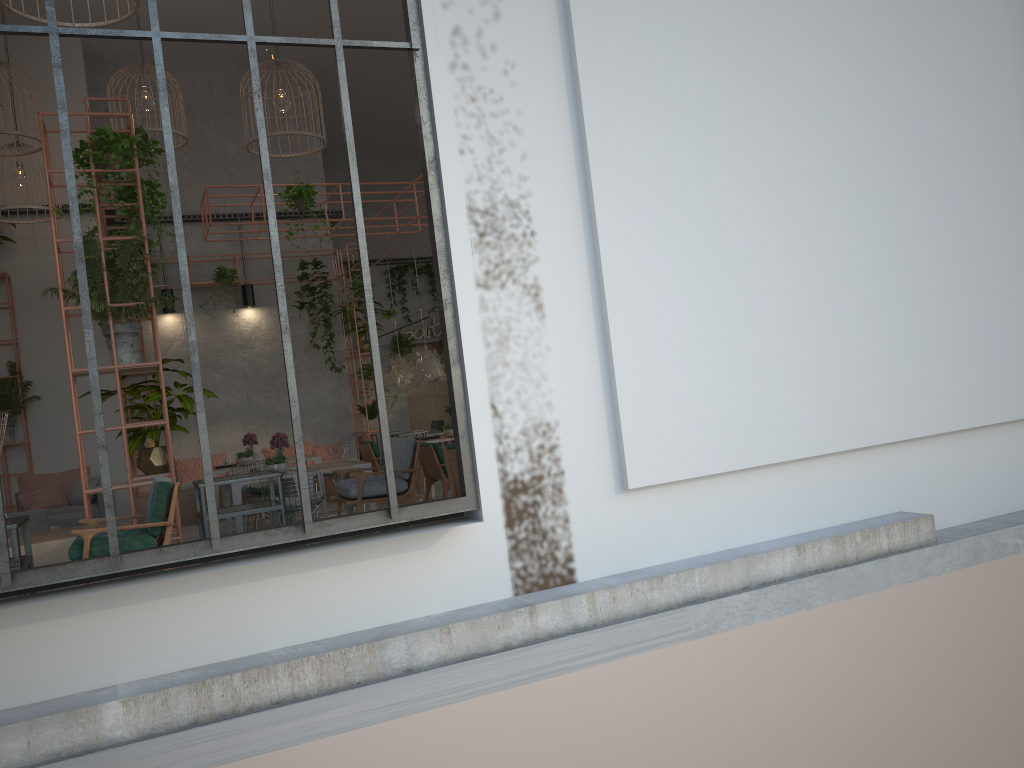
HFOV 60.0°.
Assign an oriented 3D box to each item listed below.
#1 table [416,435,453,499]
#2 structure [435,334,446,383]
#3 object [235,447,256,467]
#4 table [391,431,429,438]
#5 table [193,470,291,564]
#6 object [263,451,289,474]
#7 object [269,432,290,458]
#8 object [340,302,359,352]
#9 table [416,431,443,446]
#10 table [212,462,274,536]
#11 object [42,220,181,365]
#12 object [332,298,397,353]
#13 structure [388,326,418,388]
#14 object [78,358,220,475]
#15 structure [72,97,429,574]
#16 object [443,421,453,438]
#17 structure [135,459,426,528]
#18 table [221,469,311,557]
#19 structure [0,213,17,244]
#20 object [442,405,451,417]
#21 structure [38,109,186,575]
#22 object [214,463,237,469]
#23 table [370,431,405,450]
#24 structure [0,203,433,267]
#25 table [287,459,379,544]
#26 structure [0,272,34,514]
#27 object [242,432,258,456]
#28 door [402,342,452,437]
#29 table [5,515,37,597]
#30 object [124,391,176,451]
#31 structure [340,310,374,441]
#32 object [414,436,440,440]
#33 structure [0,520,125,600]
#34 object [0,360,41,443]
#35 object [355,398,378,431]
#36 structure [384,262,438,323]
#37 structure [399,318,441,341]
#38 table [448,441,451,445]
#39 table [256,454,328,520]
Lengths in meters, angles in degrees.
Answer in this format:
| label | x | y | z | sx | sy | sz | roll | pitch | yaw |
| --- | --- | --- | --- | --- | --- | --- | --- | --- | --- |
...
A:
| label | x | y | z | sx | sy | sz | roll | pitch | yaw |
| --- | --- | --- | --- | --- | --- | --- | --- | --- | --- |
| table | -1.055 | 1.196 | 12.848 | 0.694 | 0.830 | 1.205 | -7 | 0 | -23 |
| structure | -1.441 | -0.745 | 21.214 | 0.950 | 1.527 | 0.921 | -7 | 0 | -25 |
| object | -3.437 | 0.935 | 11.423 | 0.248 | 0.247 | 0.254 | -7 | 0 | -23 |
| table | -1.996 | 1.368 | 17.681 | 0.635 | 0.798 | 0.602 | -7 | 0 | -23 |
| table | -2.112 | 1.122 | 6.948 | 0.635 | 0.798 | 0.602 | -7 | 0 | -23 |
| object | -2.377 | 0.794 | 8.907 | 0.247 | 0.247 | 0.252 | -7 | 0 | -23 |
| object | -2.511 | 0.729 | 9.623 | 0.213 | 0.414 | 0.225 | -7 | 0 | -31 |
| object | -3.837 | -1.256 | 19.763 | 0.900 | 1.101 | 0.894 | -7 | 0 | 36 |
| table | -1.316 | 1.278 | 16.066 | 0.635 | 0.798 | 0.602 | -7 | 0 | -23 |
| table | -3.635 | 1.501 | 11.744 | 0.694 | 0.830 | 1.205 | -7 | 0 | -23 |
| object | -2.931 | -0.682 | 6.598 | 0.894 | 1.101 | 0.900 | -7 | 0 | 31 |
| object | -2.361 | -0.976 | 14.423 | 0.934 | 0.947 | 0.903 | -7 | 0 | 29 |
| structure | -2.634 | -0.624 | 20.659 | 0.921 | 1.527 | 0.950 | -7 | 0 | 10 |
| object | -2.819 | 0.249 | 7.037 | 0.934 | 0.923 | 0.903 | -7 | 0 | 34 |
| structure | -4.031 | -0.405 | 13.887 | 4.501 | 4.345 | 14.096 | -7 | 0 | -24 |
| object | -0.857 | 0.629 | 12.527 | 0.248 | 0.247 | 0.254 | -7 | 0 | -23 |
| structure | -4.523 | 1.812 | 16.305 | 4.386 | 0.500 | 5.831 | -7 | 0 | -23 |
| table | -2.575 | 1.360 | 9.227 | 0.694 | 0.830 | 1.205 | -7 | 0 | -23 |
| structure | -7.101 | -2.029 | 11.882 | 0.934 | 0.803 | 0.903 | -7 | 0 | 39 |
| object | -0.767 | 0.477 | 12.958 | 0.438 | 0.527 | 0.368 | -7 | 0 | -23 |
| structure | -2.837 | -0.206 | 6.485 | 0.748 | 3.623 | 0.722 | -7 | 0 | -23 |
| object | -3.820 | 1.091 | 11.812 | 0.268 | 0.031 | 0.427 | -7 | 0 | -23 |
| table | -2.677 | 1.458 | 19.296 | 0.635 | 0.798 | 0.602 | -7 | 0 | -23 |
| structure | -1.487 | -3.039 | 13.068 | 15.603 | 0.110 | 15.203 | -7 | 0 | -23 |
| table | -1.942 | 1.285 | 9.502 | 0.694 | 0.830 | 1.214 | -7 | 0 | -23 |
| structure | -6.939 | 0.314 | 11.973 | 0.624 | 3.596 | 0.424 | -7 | 0 | -23 |
| object | -3.573 | 0.870 | 12.145 | 0.213 | 0.414 | 0.225 | -7 | 0 | -31 |
| door | -2.086 | 0.400 | 21.555 | 1.360 | 2.729 | 0.551 | -7 | 0 | -23 |
| table | -3.175 | 1.242 | 5.212 | 0.635 | 0.798 | 0.602 | -7 | 0 | -23 |
| object | -5.421 | 0.567 | 13.078 | 0.934 | 0.919 | 0.903 | -7 | 0 | 39 |
| structure | -3.597 | 0.158 | 19.896 | 0.630 | 3.597 | 0.430 | -7 | 0 | -23 |
| object | -1.240 | 0.786 | 12.916 | 0.268 | 0.031 | 0.427 | -7 | 0 | -23 |
| structure | -5.350 | 1.362 | 7.968 | 3.396 | 1.111 | 9.152 | -7 | 0 | -23 |
| object | -6.845 | 0.246 | 11.910 | 0.894 | 1.097 | 0.900 | -7 | 0 | 6 |
| object | -2.311 | 0.496 | 14.451 | 0.438 | 0.527 | 0.368 | -7 | 0 | -23 |
| structure | -2.090 | -2.149 | 20.799 | 1.939 | 1.514 | 0.856 | -7 | 0 | -29 |
| structure | -2.036 | -1.311 | 20.891 | 1.312 | 0.505 | 0.063 | -7 | 0 | -23 |
| table | -0.420 | 1.121 | 13.124 | 0.694 | 0.830 | 1.214 | -7 | 0 | -23 |
| table | -3.000 | 1.426 | 12.020 | 0.694 | 0.830 | 1.214 | -7 | 0 | -23 |
